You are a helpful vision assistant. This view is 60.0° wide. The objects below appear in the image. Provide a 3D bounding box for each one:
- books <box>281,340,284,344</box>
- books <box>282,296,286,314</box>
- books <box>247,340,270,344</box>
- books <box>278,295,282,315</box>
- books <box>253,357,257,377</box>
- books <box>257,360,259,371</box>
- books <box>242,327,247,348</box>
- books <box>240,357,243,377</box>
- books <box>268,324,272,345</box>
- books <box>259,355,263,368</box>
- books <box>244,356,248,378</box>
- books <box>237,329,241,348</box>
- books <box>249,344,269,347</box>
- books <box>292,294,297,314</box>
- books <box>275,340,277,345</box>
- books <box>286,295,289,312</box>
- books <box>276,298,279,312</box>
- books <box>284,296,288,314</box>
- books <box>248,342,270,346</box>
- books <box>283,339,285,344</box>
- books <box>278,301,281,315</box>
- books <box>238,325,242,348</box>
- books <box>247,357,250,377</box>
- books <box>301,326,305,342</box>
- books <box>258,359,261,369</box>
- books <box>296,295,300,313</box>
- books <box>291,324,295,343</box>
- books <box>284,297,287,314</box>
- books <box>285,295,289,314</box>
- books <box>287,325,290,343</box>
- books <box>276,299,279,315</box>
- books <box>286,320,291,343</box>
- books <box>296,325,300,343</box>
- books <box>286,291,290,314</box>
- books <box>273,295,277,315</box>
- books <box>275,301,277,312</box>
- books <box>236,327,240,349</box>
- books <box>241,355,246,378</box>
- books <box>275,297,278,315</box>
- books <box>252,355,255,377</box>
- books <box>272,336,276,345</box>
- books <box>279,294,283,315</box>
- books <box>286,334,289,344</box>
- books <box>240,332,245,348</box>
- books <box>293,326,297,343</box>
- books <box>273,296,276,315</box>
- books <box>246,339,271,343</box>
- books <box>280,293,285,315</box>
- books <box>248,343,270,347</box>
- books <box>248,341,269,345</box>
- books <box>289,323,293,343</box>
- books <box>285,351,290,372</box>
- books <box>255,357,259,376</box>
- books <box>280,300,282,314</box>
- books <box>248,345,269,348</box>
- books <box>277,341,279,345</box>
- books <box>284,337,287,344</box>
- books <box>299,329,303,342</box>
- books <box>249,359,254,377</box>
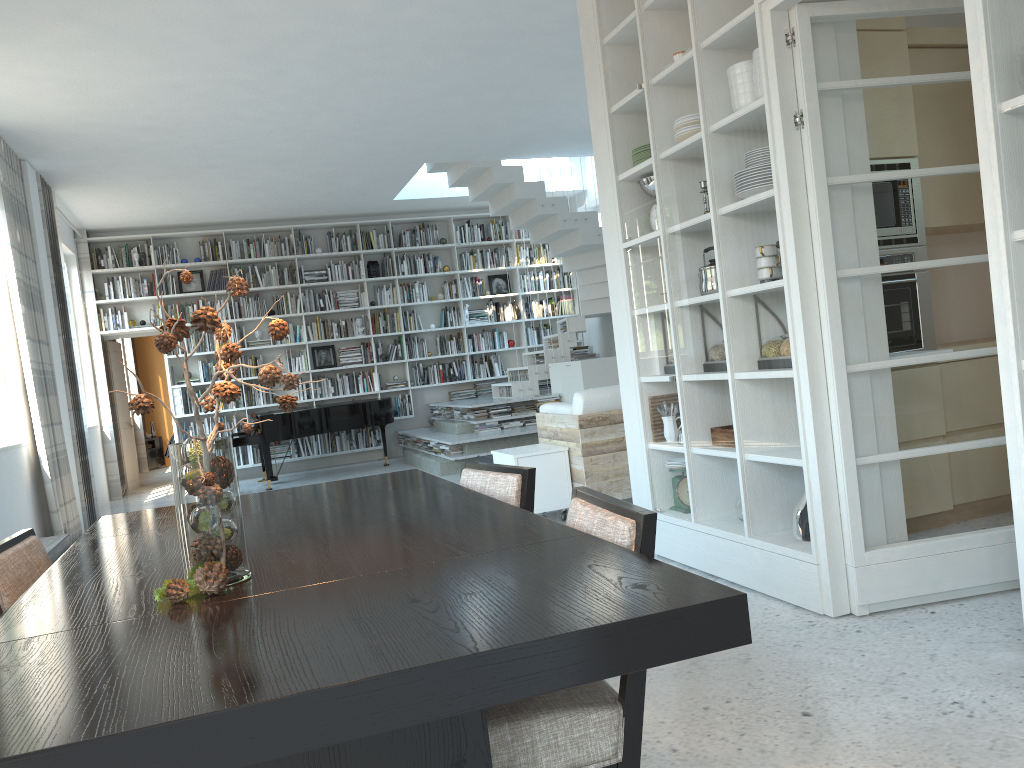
[{"bbox_3d":[-2.970,-0.612,11.391,0.048,0.225,0.149,-7,2,-18],"label":"books"},{"bbox_3d":[-2.921,-0.999,11.376,0.013,0.244,0.188,-7,2,-18],"label":"books"},{"bbox_3d":[-3.232,-0.534,11.303,0.285,0.012,0.159,-7,2,-16],"label":"books"},{"bbox_3d":[-2.984,-1.004,11.391,0.009,0.267,0.149,-7,2,-18],"label":"books"},{"bbox_3d":[-3.272,-0.213,11.286,0.014,0.244,0.153,-7,2,-18],"label":"books"},{"bbox_3d":[-3.230,-0.200,11.296,0.011,0.208,0.180,-7,2,-18],"label":"books"},{"bbox_3d":[-3.392,-0.586,11.251,0.021,0.278,0.136,-7,2,-18],"label":"books"},{"bbox_3d":[-3.431,-0.214,11.243,0.012,0.285,0.159,-7,2,-18],"label":"books"},{"bbox_3d":[-3.090,-0.627,11.338,0.012,0.285,0.159,-7,2,-18],"label":"books"},{"bbox_3d":[-3.193,-0.235,11.320,0.028,0.266,0.144,-7,2,-18],"label":"books"},{"bbox_3d":[-3.376,-0.216,11.256,0.026,0.275,0.154,-7,2,-18],"label":"books"},{"bbox_3d":[-3.453,-0.568,11.230,0.024,0.257,0.134,-7,2,-18],"label":"books"},{"bbox_3d":[-3.228,-0.485,11.309,0.254,0.012,0.161,-7,2,-18],"label":"books"},{"bbox_3d":[-2.804,-1.020,11.433,0.022,0.257,0.155,-7,2,-18],"label":"books"},{"bbox_3d":[-3.039,-0.605,11.379,0.024,0.227,0.137,-7,2,-18],"label":"books"},{"bbox_3d":[-2.888,-1.009,11.405,0.006,0.253,0.180,-7,2,-18],"label":"books"},{"bbox_3d":[-2.999,-0.986,11.354,0.005,0.236,0.178,-7,2,-18],"label":"books"},{"bbox_3d":[-2.905,-1.007,11.407,0.017,0.253,0.139,-7,2,-18],"label":"books"},{"bbox_3d":[-3.227,-0.509,11.298,0.254,0.012,0.161,-7,2,-23],"label":"books"},{"bbox_3d":[-2.946,-0.668,11.389,0.010,0.330,0.173,-7,2,-18],"label":"books"},{"bbox_3d":[-2.987,-0.970,11.381,0.011,0.200,0.162,-7,2,-18],"label":"books"},{"bbox_3d":[-3.445,-0.590,11.251,0.011,0.298,0.135,-7,2,-18],"label":"books"},{"bbox_3d":[-3.344,-0.214,11.259,0.036,0.263,0.166,-7,2,-18],"label":"books"},{"bbox_3d":[-2.705,-0.642,11.481,0.026,0.217,0.126,-7,2,-18],"label":"books"},{"bbox_3d":[-3.212,-0.207,11.298,0.028,0.216,0.175,-7,2,-18],"label":"books"},{"bbox_3d":[-2.755,-1.016,11.426,0.064,0.237,0.208,-7,2,-18],"label":"books"},{"bbox_3d":[-2.838,-0.645,11.441,0.022,0.256,0.152,-7,2,-18],"label":"books"},{"bbox_3d":[-2.920,-0.997,11.414,0.011,0.236,0.130,-7,2,-18],"label":"books"},{"bbox_3d":[-2.895,-1.014,11.409,0.004,0.265,0.141,-7,2,-18],"label":"books"},{"bbox_3d":[-2.877,-0.644,11.397,0.012,0.265,0.193,-7,2,-18],"label":"books"},{"bbox_3d":[-3.015,-0.974,11.376,0.013,0.216,0.149,-7,2,-18],"label":"books"},{"bbox_3d":[-2.871,-0.663,11.408,0.011,0.301,0.178,-7,2,-18],"label":"books"},{"bbox_3d":[-2.765,-0.639,11.440,0.060,0.227,0.179,-7,2,-18],"label":"books"},{"bbox_3d":[-2.886,-1.035,11.408,0.006,0.304,0.165,-7,2,-18],"label":"books"},{"bbox_3d":[-3.042,-1.001,11.378,0.012,0.276,0.129,-7,2,-18],"label":"books"},{"bbox_3d":[-3.031,-0.984,11.378,0.005,0.239,0.146,-7,2,-18],"label":"books"},{"bbox_3d":[-3.474,-0.579,11.229,0.012,0.285,0.159,-7,2,-18],"label":"books"},{"bbox_3d":[-3.399,-0.218,11.244,0.025,0.284,0.145,-7,2,-18],"label":"books"},{"bbox_3d":[-3.019,-0.986,11.356,0.005,0.240,0.173,-7,2,-18],"label":"books"},{"bbox_3d":[-3.286,-0.226,11.260,0.026,0.274,0.190,-7,2,-18],"label":"books"},{"bbox_3d":[-3.057,-0.612,11.343,0.030,0.247,0.174,-7,2,-18],"label":"books"},{"bbox_3d":[-2.969,-1.010,11.385,0.005,0.275,0.157,-7,2,-18],"label":"books"},{"bbox_3d":[-2.898,-0.632,11.401,0.028,0.247,0.170,-7,2,-18],"label":"books"},{"bbox_3d":[-3.415,-0.549,11.249,0.034,0.210,0.136,-7,2,-18],"label":"books"},{"bbox_3d":[-2.813,-0.629,11.449,0.026,0.219,0.150,-7,2,-18],"label":"books"},{"bbox_3d":[-3.047,-0.990,11.368,0.005,0.254,0.161,-7,2,-18],"label":"books"},{"bbox_3d":[-3.232,-0.546,11.298,0.285,0.012,0.159,-7,2,-22],"label":"books"},{"bbox_3d":[-2.956,-1.018,11.401,0.033,0.287,0.155,-7,2,-18],"label":"books"},{"bbox_3d":[-3.226,-0.497,11.300,0.254,0.012,0.161,-7,2,-22],"label":"books"},{"bbox_3d":[-3.230,-0.522,11.302,0.254,0.012,0.161,-7,2,-21],"label":"books"},{"bbox_3d":[-2.853,-0.644,11.415,0.023,0.260,0.170,-7,2,-18],"label":"books"},{"bbox_3d":[-2.890,-0.282,11.411,0.012,0.285,0.159,-7,2,-18],"label":"books"},{"bbox_3d":[-3.257,-0.218,11.308,0.028,0.248,0.142,-7,2,-18],"label":"books"},{"bbox_3d":[-2.964,-0.980,11.364,0.006,0.216,0.181,-7,2,-18],"label":"books"},{"bbox_3d":[-3.225,-0.473,11.306,0.285,0.012,0.159,-7,2,-20],"label":"books"},{"bbox_3d":[-3.015,-0.628,11.371,0.022,0.267,0.151,-7,2,-18],"label":"books"},{"bbox_3d":[-2.925,-0.600,11.411,0.025,0.189,0.140,-7,2,-18],"label":"books"},{"bbox_3d":[-2.727,-0.621,11.472,0.027,0.181,0.142,-7,2,-18],"label":"books"},{"bbox_3d":[-3.314,-0.200,11.273,0.025,0.228,0.153,-7,2,-18],"label":"books"}]
